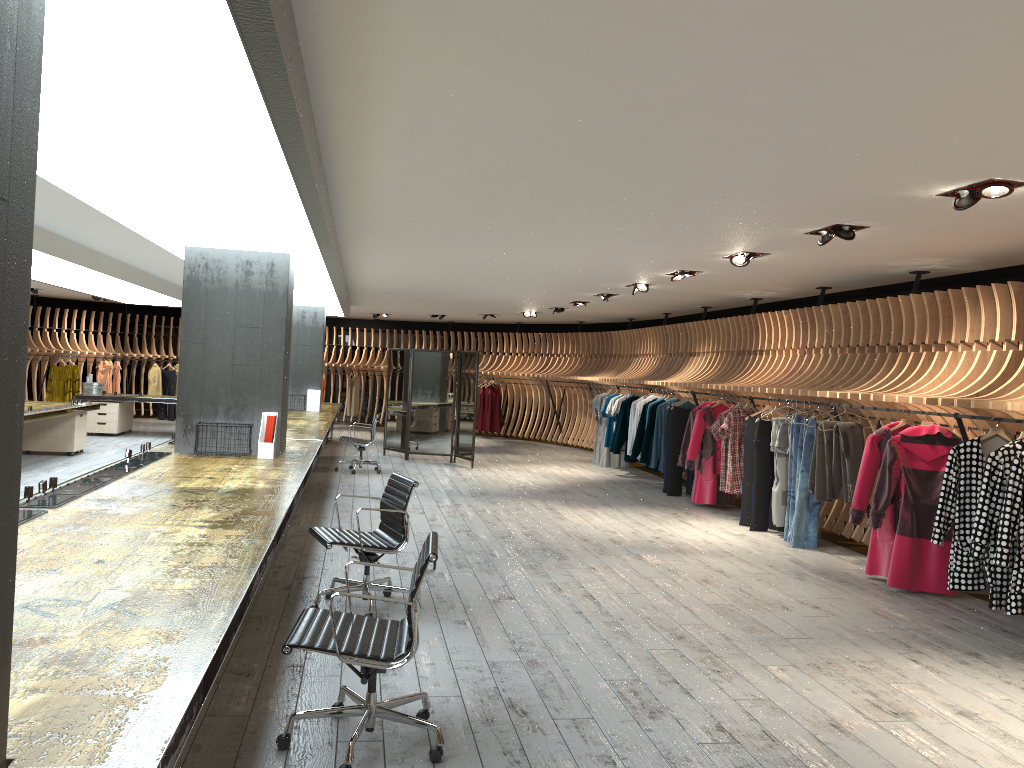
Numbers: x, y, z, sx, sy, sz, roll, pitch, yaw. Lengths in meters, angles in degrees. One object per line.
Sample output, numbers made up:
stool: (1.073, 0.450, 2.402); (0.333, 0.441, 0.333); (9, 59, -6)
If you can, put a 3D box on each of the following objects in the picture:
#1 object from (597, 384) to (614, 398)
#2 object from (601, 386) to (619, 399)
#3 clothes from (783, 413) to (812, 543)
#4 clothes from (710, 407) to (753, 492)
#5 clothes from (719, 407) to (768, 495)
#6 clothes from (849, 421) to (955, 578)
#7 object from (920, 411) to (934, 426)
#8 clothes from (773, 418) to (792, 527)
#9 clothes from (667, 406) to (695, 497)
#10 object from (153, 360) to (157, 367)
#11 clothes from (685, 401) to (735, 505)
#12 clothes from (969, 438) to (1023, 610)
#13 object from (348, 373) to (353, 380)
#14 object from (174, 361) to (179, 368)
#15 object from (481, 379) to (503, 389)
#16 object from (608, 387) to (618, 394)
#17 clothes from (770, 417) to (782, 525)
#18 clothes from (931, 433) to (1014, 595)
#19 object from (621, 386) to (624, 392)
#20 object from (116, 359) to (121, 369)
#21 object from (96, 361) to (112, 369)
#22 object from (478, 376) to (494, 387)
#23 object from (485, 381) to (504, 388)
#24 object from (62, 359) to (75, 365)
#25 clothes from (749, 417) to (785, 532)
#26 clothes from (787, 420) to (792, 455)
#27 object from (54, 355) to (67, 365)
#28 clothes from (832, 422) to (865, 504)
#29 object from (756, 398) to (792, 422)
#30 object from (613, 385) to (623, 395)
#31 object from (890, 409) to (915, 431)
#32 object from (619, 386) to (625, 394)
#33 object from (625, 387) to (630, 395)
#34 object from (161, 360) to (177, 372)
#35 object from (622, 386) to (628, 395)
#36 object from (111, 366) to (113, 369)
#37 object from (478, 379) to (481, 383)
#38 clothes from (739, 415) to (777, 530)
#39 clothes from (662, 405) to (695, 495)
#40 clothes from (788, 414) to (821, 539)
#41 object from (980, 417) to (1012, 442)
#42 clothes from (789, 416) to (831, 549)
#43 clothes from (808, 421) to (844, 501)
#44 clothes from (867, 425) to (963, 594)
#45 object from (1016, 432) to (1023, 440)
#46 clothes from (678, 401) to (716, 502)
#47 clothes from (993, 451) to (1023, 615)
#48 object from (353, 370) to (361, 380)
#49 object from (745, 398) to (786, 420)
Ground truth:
object: (1.790, 0.143, 16.072); (0.525, 0.270, 0.012); (3, 0, 5)
object: (1.837, 0.149, 15.795); (0.525, 0.270, 0.012); (3, 0, 5)
clothes: (2.929, 1.064, 9.070); (0.277, 1.543, 0.316); (3, 0, -11)
clothes: (2.703, 0.780, 10.542); (0.760, 1.020, 0.188); (3, 0, -9)
clothes: (2.725, 0.782, 10.320); (0.759, 1.030, 0.179); (3, 0, -24)
clothes: (3.244, 0.968, 7.359); (0.840, 1.312, 0.321); (3, 0, 9)
object: (3.308, 0.351, 7.058); (0.525, 0.270, 0.012); (3, 0, 20)
clothes: (2.874, 0.927, 9.314); (0.278, 1.141, 0.172); (3, 0, -2)
clothes: (2.410, 0.979, 12.185); (0.539, 1.353, 0.087); (3, 0, -5)
object: (-8.498, -0.448, 21.139); (0.012, 0.270, 0.525); (3, 0, -45)
clothes: (2.602, 0.877, 11.154); (0.840, 1.312, 0.321); (3, 0, -1)
clothes: (3.476, 0.939, 6.032); (0.772, 1.161, 0.191); (3, 0, -9)
object: (-4.014, -0.235, 22.198); (0.012, 0.270, 0.525); (3, 1, 5)
object: (-8.068, -0.430, 21.409); (0.525, 0.270, 0.012); (3, 0, 35)
object: (-0.459, -0.033, 20.604); (0.525, 0.270, 0.012); (3, 0, -10)
object: (1.807, 0.146, 15.928); (0.525, 0.270, 0.012); (3, 0, -20)
clothes: (2.869, 0.928, 9.422); (0.273, 1.143, 0.170); (3, 0, 23)
clothes: (3.414, 0.932, 6.317); (0.773, 1.161, 0.191); (3, 0, 11)
object: (1.934, 0.162, 15.324); (0.525, 0.270, 0.012); (3, 0, 15)
object: (-9.177, -0.477, 20.608); (0.012, 0.270, 0.525); (3, 0, -45)
object: (-9.394, -0.486, 20.428); (0.525, 0.270, 0.012); (3, 0, 25)
object: (-0.584, -0.041, 20.706); (0.525, 0.270, 0.012); (2, 0, -35)
object: (-0.389, -0.029, 20.532); (0.525, 0.270, 0.012); (2, 0, -35)
object: (-9.924, -0.501, 19.856); (0.525, 0.270, 0.012); (3, 0, 20)
clothes: (2.862, 1.038, 9.628); (0.539, 1.353, 0.087); (3, 0, -10)
clothes: (2.947, 0.935, 9.218); (0.170, 1.143, 0.273); (3, 0, 38)
object: (-10.032, -0.504, 19.709); (0.525, 0.270, 0.012); (3, 0, 20)
clothes: (3.179, 0.739, 8.345); (0.336, 0.776, 0.254); (3, 0, 6)
object: (2.899, 0.291, 9.623); (0.525, 0.270, 0.012); (3, 0, -10)
object: (1.885, 0.154, 15.627); (0.525, 0.270, 0.012); (3, 0, -25)
object: (3.289, 0.345, 7.382); (0.525, 0.270, 0.012); (3, 0, 10)
object: (1.918, 0.170, 15.185); (0.523, 0.288, 0.015); (3, 0, 0)
object: (2.001, 0.176, 15.003); (0.523, 0.290, 0.013); (3, 0, -15)
object: (-8.235, -0.438, 21.301); (0.525, 0.270, 0.012); (3, 0, 25)
object: (1.964, 0.167, 15.085); (0.525, 0.270, 0.012); (3, 0, -5)
object: (-9.309, -0.483, 20.511); (0.012, 0.270, 0.525); (3, 0, -40)
object: (-0.774, -0.057, 20.851); (0.012, 0.270, 0.525); (3, 0, 30)
clothes: (2.811, 1.033, 9.825); (0.539, 1.353, 0.087); (3, 0, 30)
clothes: (2.396, 0.975, 12.377); (0.539, 1.353, 0.087); (3, 0, 15)
clothes: (2.996, 0.956, 8.932); (0.316, 1.292, 0.277); (3, 0, 44)
object: (3.464, 0.368, 6.336); (0.525, 0.270, 0.012); (3, 0, 10)
clothes: (2.959, 1.077, 8.779); (0.373, 1.536, 0.312); (3, 0, 2)
clothes: (3.029, 0.736, 8.496); (0.278, 0.767, 0.263); (3, 0, -2)
clothes: (3.293, 0.975, 7.074); (0.840, 1.312, 0.321); (3, 0, 19)
object: (3.490, 0.374, 6.010); (0.525, 0.270, 0.012); (3, 0, -10)
clothes: (2.555, 0.871, 11.440); (0.839, 1.312, 0.321); (3, 0, -11)
clothes: (3.500, 0.944, 5.808); (0.772, 1.161, 0.191); (3, 0, -19)
object: (-3.883, -0.228, 22.202); (0.012, 0.270, 0.525); (3, 1, 10)
object: (2.855, 0.286, 9.832); (0.525, 0.270, 0.012); (3, 0, 30)
